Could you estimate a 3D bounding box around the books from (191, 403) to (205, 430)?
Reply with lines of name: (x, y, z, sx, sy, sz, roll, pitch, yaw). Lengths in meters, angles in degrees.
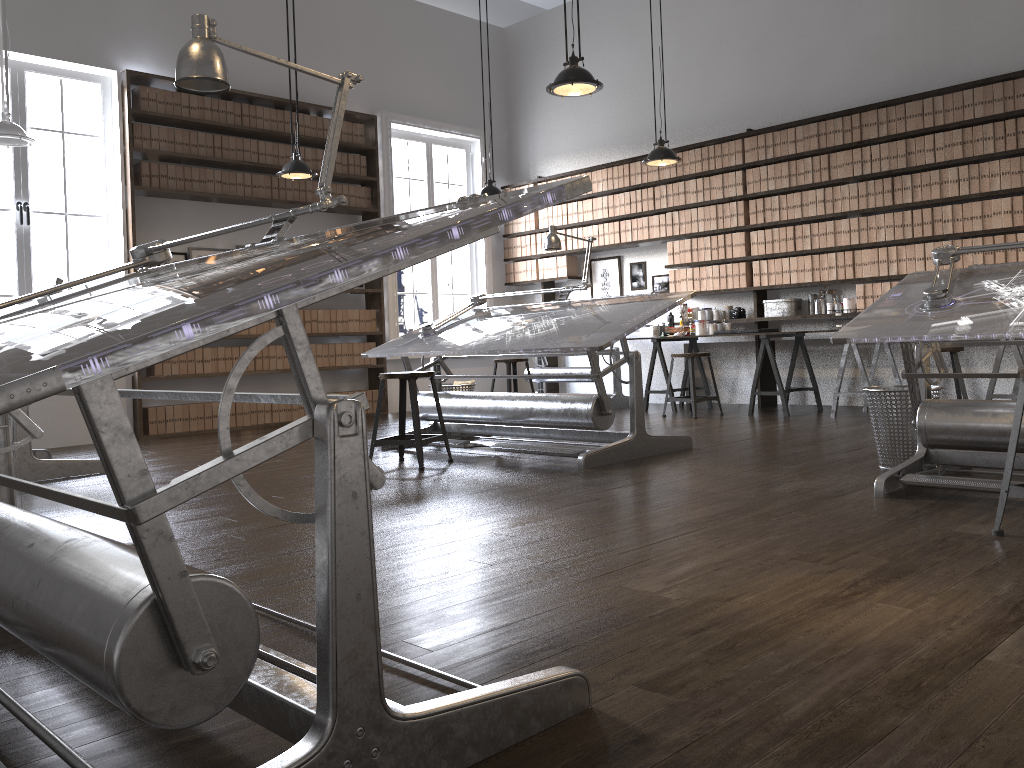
books: (-2.726, 0.282, 7.640, 0.067, 0.226, 0.174, -2, 0, -45)

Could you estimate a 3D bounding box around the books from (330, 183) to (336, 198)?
books: (-1.792, -1.835, 8.653, 0.067, 0.226, 0.174, -2, 0, -45)

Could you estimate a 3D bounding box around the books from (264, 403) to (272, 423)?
books: (-2.271, 0.244, 8.084, 0.067, 0.226, 0.174, -2, 0, -45)

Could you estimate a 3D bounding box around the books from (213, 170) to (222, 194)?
books: (-2.634, -1.763, 7.819, 0.067, 0.226, 0.174, -2, 0, -45)

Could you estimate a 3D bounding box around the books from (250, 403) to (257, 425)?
books: (-2.372, 0.253, 7.980, 0.067, 0.226, 0.174, -2, 0, -44)

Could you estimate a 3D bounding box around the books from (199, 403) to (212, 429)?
books: (-2.675, 0.278, 7.690, 0.067, 0.226, 0.174, -2, 0, -45)

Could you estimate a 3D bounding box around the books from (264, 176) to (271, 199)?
books: (-2.293, -1.792, 8.162, 0.067, 0.225, 0.174, -2, 0, -44)

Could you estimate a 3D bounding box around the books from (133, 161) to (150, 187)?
books: (-3.087, -1.725, 7.380, 0.067, 0.225, 0.174, -2, 0, -45)

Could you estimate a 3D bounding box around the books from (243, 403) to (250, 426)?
books: (-2.420, 0.257, 7.939, 0.067, 0.225, 0.174, -2, 0, -45)

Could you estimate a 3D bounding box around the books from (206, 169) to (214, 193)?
books: (-2.687, -1.759, 7.770, 0.067, 0.225, 0.174, -2, 0, -44)

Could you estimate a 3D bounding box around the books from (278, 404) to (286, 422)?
books: (-2.166, 0.235, 8.187, 0.067, 0.225, 0.174, -2, 0, -45)

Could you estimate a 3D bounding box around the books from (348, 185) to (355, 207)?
books: (-1.637, -1.847, 8.798, 0.067, 0.226, 0.174, -2, 0, -44)

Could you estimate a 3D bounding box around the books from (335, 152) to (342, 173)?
books: (-1.751, -2.151, 8.703, 0.067, 0.226, 0.174, -2, 0, -45)

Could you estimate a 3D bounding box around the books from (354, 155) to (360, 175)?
books: (-1.597, -2.164, 8.861, 0.067, 0.225, 0.174, -2, 0, -45)

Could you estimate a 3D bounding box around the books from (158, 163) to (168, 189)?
books: (-2.981, -1.734, 7.485, 0.067, 0.226, 0.174, -2, 0, -45)

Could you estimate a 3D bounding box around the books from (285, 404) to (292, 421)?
books: (-2.122, 0.232, 8.232, 0.067, 0.225, 0.174, -2, 0, -45)

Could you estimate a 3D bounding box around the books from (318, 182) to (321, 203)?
books: (-1.892, -1.826, 8.551, 0.067, 0.225, 0.174, -2, 0, -45)

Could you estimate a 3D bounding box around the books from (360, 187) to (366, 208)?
books: (-1.547, -1.855, 8.892, 0.067, 0.225, 0.174, -2, 0, -44)

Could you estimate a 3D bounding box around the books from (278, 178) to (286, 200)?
books: (-2.186, -1.801, 8.266, 0.067, 0.226, 0.174, -2, 0, -44)

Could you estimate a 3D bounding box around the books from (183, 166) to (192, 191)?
books: (-2.829, -1.747, 7.634, 0.067, 0.226, 0.174, -2, 0, -44)

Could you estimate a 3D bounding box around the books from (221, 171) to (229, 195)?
books: (-2.586, -1.768, 7.871, 0.067, 0.226, 0.174, -2, 0, -44)

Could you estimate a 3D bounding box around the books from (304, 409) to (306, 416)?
books: (-1.976, 0.219, 8.377, 0.067, 0.226, 0.174, -2, 0, -44)

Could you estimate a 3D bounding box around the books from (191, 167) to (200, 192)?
books: (-2.777, -1.751, 7.677, 0.067, 0.226, 0.174, -2, 0, -45)

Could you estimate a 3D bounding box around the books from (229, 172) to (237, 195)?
books: (-2.538, -1.772, 7.922, 0.067, 0.226, 0.174, -2, 0, -44)

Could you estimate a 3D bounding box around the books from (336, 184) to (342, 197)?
books: (-1.743, -1.839, 8.703, 0.067, 0.226, 0.174, -2, 0, -45)

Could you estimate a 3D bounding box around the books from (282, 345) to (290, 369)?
books: (-2.144, -0.250, 8.237, 0.067, 0.226, 0.174, -2, 0, -44)

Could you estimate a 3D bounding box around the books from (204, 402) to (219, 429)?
books: (-2.622, 0.274, 7.737, 0.067, 0.226, 0.174, -2, 0, -44)

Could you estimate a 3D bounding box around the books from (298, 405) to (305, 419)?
books: (-2.027, 0.223, 8.329, 0.067, 0.226, 0.174, -2, 0, -44)

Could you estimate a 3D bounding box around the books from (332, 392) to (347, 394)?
books: (-1.684, 0.195, 8.665, 0.067, 0.226, 0.174, -2, 0, -44)

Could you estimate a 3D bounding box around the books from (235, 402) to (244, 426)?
books: (-2.468, 0.261, 7.894, 0.067, 0.225, 0.174, -2, 0, -44)

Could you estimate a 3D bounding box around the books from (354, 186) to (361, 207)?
books: (-1.589, -1.851, 8.844, 0.067, 0.226, 0.174, -2, 0, -45)

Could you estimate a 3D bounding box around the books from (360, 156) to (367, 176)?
books: (-1.541, -2.168, 8.912, 0.067, 0.225, 0.174, -2, 0, -44)

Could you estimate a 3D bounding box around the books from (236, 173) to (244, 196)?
books: (-2.485, -1.776, 7.968, 0.067, 0.226, 0.174, -2, 0, -45)

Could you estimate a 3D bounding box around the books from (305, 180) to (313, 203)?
books: (-1.982, -1.818, 8.458, 0.067, 0.226, 0.174, -2, 0, -44)

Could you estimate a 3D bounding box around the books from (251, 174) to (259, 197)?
books: (-2.380, -1.785, 8.067, 0.067, 0.226, 0.174, -2, 0, -44)

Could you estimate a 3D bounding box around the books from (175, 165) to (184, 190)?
books: (-2.880, -1.743, 7.584, 0.067, 0.226, 0.174, -2, 0, -44)

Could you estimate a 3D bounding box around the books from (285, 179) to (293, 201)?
books: (-2.132, -1.806, 8.313, 0.067, 0.226, 0.174, -2, 0, -44)

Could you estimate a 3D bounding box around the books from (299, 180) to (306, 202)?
books: (-2.034, -1.814, 8.415, 0.067, 0.226, 0.174, -2, 0, -45)

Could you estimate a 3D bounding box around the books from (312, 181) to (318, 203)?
books: (-1.938, -1.822, 8.508, 0.067, 0.225, 0.174, -2, 0, -45)

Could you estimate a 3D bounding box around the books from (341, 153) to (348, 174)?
books: (-1.703, -2.155, 8.756, 0.067, 0.226, 0.174, -2, 0, -45)

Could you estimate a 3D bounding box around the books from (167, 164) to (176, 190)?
books: (-2.927, -1.739, 7.531, 0.067, 0.226, 0.174, -2, 0, -45)

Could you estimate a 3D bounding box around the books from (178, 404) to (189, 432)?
books: (-2.821, 0.290, 7.545, 0.067, 0.225, 0.174, -2, 0, -45)

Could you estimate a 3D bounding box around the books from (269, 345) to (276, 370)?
books: (-2.240, -0.242, 8.132, 0.067, 0.226, 0.174, -2, 0, -45)

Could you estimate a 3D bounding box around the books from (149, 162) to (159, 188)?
books: (-3.031, -1.730, 7.428, 0.067, 0.226, 0.174, -2, 0, -44)

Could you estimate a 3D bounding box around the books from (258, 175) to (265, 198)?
books: (-2.338, -1.789, 8.114, 0.067, 0.225, 0.174, -2, 0, -45)

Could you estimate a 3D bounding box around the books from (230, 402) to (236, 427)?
books: (-2.517, 0.265, 7.839, 0.067, 0.226, 0.174, -2, 0, -45)

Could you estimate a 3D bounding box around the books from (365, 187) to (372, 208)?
books: (-1.498, -1.859, 8.941, 0.067, 0.226, 0.174, -2, 0, -44)

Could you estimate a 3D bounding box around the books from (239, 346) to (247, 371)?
books: (-2.445, -0.224, 7.933, 0.067, 0.226, 0.174, -2, 0, -45)

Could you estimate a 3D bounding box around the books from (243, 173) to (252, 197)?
books: (-2.431, -1.780, 8.016, 0.067, 0.226, 0.174, -2, 0, -45)

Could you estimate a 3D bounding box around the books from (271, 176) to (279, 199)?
books: (-2.236, -1.797, 8.210, 0.067, 0.226, 0.174, -2, 0, -45)

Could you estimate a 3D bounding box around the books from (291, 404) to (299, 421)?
books: (-2.072, 0.228, 8.275, 0.067, 0.226, 0.174, -2, 0, -44)

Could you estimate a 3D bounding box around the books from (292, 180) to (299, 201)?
books: (-2.085, -1.810, 8.366, 0.067, 0.226, 0.174, -2, 0, -45)

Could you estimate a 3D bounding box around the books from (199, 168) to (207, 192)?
books: (-2.732, -1.755, 7.727, 0.067, 0.225, 0.174, -2, 0, -44)

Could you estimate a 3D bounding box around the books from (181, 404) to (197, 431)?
books: (-2.770, 0.286, 7.589, 0.067, 0.226, 0.174, -2, 0, -44)

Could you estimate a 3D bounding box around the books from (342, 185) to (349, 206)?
books: (-1.691, -1.843, 8.749, 0.067, 0.226, 0.174, -2, 0, -44)

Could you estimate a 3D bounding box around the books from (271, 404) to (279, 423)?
books: (-2.217, 0.240, 8.135, 0.067, 0.226, 0.174, -2, 0, -44)

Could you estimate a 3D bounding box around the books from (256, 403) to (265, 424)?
books: (-2.320, 0.249, 8.030, 0.067, 0.226, 0.174, -2, 0, -45)
